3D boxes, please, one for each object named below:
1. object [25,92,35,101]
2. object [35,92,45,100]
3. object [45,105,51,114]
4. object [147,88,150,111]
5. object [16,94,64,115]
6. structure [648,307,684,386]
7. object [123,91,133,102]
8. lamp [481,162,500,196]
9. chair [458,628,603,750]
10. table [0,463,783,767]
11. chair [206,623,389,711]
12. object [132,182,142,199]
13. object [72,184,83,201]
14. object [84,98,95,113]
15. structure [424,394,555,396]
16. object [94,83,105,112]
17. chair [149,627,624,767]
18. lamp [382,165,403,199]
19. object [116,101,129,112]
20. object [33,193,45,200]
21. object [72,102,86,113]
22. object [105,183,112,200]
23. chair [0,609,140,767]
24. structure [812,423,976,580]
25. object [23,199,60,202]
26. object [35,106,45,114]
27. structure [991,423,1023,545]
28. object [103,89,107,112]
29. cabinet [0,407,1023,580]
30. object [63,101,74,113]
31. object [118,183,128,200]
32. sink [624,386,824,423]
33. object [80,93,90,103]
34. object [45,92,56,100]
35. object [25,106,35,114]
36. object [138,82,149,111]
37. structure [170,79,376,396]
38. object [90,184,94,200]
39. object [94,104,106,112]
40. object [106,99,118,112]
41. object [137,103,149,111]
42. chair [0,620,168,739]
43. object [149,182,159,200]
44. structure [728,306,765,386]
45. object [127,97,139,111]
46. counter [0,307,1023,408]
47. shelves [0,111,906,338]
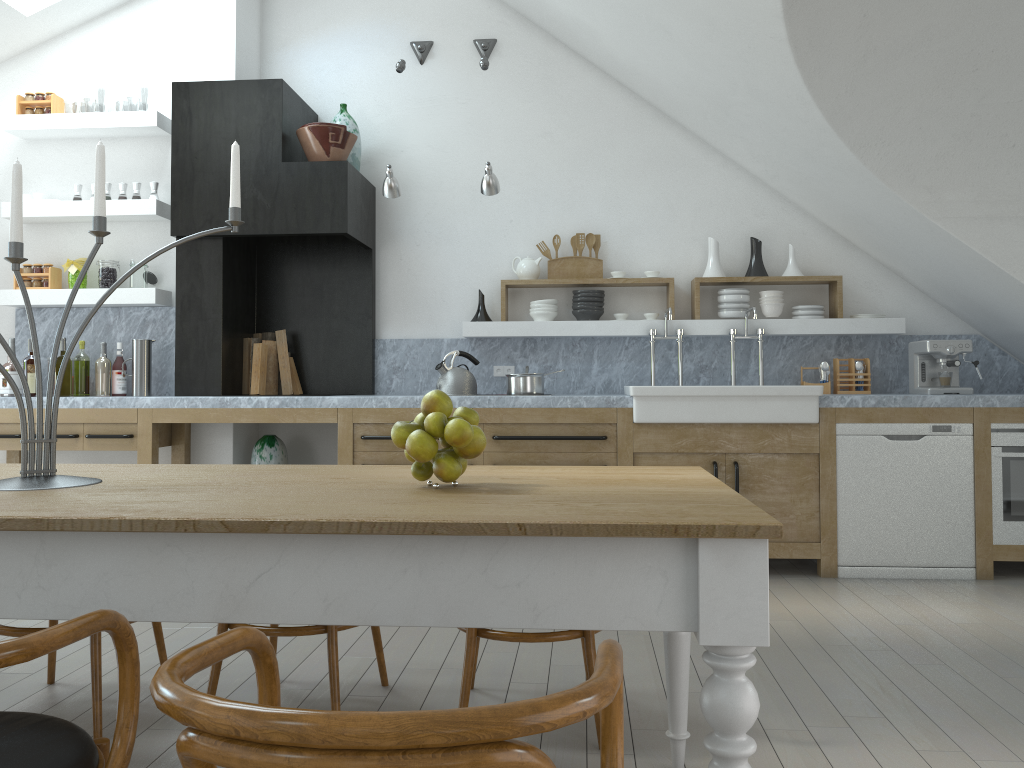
[{"bbox_3d":[-3.019,-1.786,5.553,0.058,0.075,0.058,-1,-1,28],"label":"object"},{"bbox_3d":[-2.952,-1.786,5.548,0.058,0.075,0.058,-1,-1,28],"label":"object"},{"bbox_3d":[-2.885,-1.700,5.540,0.058,0.075,0.058,-1,-1,28],"label":"object"},{"bbox_3d":[-2.267,-1.741,5.479,0.054,0.179,0.054,0,-2,-19],"label":"object"},{"bbox_3d":[-2.950,-1.724,5.544,0.237,0.146,0.120,0,-1,5],"label":"object"},{"bbox_3d":[0.985,-0.190,5.378,0.214,0.530,0.332,0,-1,-15],"label":"structure"},{"bbox_3d":[-2.401,-1.736,5.539,0.048,0.169,0.048,-1,-2,12],"label":"object"},{"bbox_3d":[-0.121,-1.148,4.997,0.112,0.176,0.168,0,-1,-3],"label":"lamp"},{"bbox_3d":[0.060,0.663,2.806,0.527,0.735,0.621,0,-1,1],"label":"chair"},{"bbox_3d":[-1.188,0.631,2.058,3.348,0.800,1.018,0,-1,5],"label":"table"},{"bbox_3d":[-0.660,0.666,2.873,0.527,0.735,0.621,0,-1,8],"label":"chair"},{"bbox_3d":[-2.308,-1.178,5.451,0.068,0.124,0.064,0,-1,-2],"label":"object"},{"bbox_3d":[-2.691,-1.176,5.491,0.068,0.124,0.064,0,-1,-2],"label":"object"},{"bbox_3d":[-2.600,-1.700,5.459,0.071,0.099,0.071,1,-1,-31],"label":"object"},{"bbox_3d":[-0.125,0.086,5.277,0.737,0.041,0.647,0,0,5],"label":"structure"},{"bbox_3d":[-2.531,-1.744,5.439,0.063,0.187,0.063,1,-2,-27],"label":"object"},{"bbox_3d":[-0.129,0.661,1.076,0.527,0.735,0.621,0,-1,7],"label":"chair"},{"bbox_3d":[-0.696,-1.142,5.047,0.115,0.178,0.164,-1,-1,23],"label":"lamp"},{"bbox_3d":[-2.398,-1.694,5.471,0.077,0.085,0.077,-1,-1,37],"label":"object"},{"bbox_3d":[-2.942,-1.151,5.514,0.054,0.071,0.054,0,-1,4],"label":"object"},{"bbox_3d":[-2.675,-1.693,5.494,0.077,0.085,0.077,-1,-1,37],"label":"object"},{"bbox_3d":[-2.496,-1.177,5.460,0.068,0.124,0.064,0,-1,-2],"label":"object"},{"bbox_3d":[-0.844,0.664,1.202,0.527,0.735,0.621,0,-1,0],"label":"chair"},{"bbox_3d":[2.097,0.619,4.967,0.724,0.823,0.598,0,-1,5],"label":"structure"},{"bbox_3d":[-2.942,-1.124,5.513,0.295,0.025,0.113,0,0,5],"label":"object"},{"bbox_3d":[-2.952,-1.700,5.545,0.058,0.075,0.058,-1,-1,28],"label":"object"},{"bbox_3d":[2.850,0.521,4.905,0.632,0.637,0.630,0,-1,5],"label":"structure"},{"bbox_3d":[-2.544,-1.741,5.501,0.054,0.179,0.054,0,-2,-19],"label":"object"},{"bbox_3d":[0.061,0.641,5.291,6.427,1.023,1.003,0,-1,5],"label":"cabinet"},{"bbox_3d":[-2.754,-1.703,5.530,0.081,0.105,0.081,0,-1,-27],"label":"object"},{"bbox_3d":[-2.400,-1.177,5.467,0.068,0.124,0.064,0,-1,-2],"label":"object"},{"bbox_3d":[1.170,0.111,5.072,1.021,0.202,0.727,0,0,5],"label":"sink"},{"bbox_3d":[-2.678,-1.735,5.561,0.048,0.169,0.048,-1,-2,12],"label":"object"},{"bbox_3d":[-2.885,-1.787,5.542,0.058,0.075,0.058,-1,-1,28],"label":"object"},{"bbox_3d":[-3.019,-1.700,5.550,0.058,0.075,0.058,-1,-1,28],"label":"object"},{"bbox_3d":[-2.254,-1.745,5.417,0.063,0.187,0.063,1,-2,-27],"label":"object"},{"bbox_3d":[-1.475,-0.869,5.575,1.075,1.886,0.780,0,-2,5],"label":"structure"},{"bbox_3d":[-2.580,-1.177,5.482,0.068,0.124,0.064,0,-1,-2],"label":"object"},{"bbox_3d":[-2.603,-1.697,5.550,0.094,0.093,0.093,-1,-1,37],"label":"object"},{"bbox_3d":[-2.477,-1.704,5.508,0.081,0.105,0.081,0,-1,-27],"label":"object"},{"bbox_3d":[-2.326,-1.698,5.528,0.094,0.093,0.093,-1,-1,37],"label":"object"},{"bbox_3d":[-1.391,0.668,2.872,0.527,0.735,0.621,0,-1,1],"label":"chair"},{"bbox_3d":[-2.197,-1.178,5.442,0.068,0.124,0.064,0,-1,-2],"label":"object"},{"bbox_3d":[1.471,-0.192,5.339,0.214,0.530,0.332,0,-1,-15],"label":"structure"},{"bbox_3d":[-2.323,-1.701,5.437,0.071,0.099,0.071,1,-1,-31],"label":"object"},{"bbox_3d":[0.134,-0.179,5.333,6.575,0.620,0.961,0,-1,5],"label":"counter"},{"bbox_3d":[-0.358,-0.981,5.620,5.549,1.363,0.479,0,-2,-1],"label":"shelves"}]
